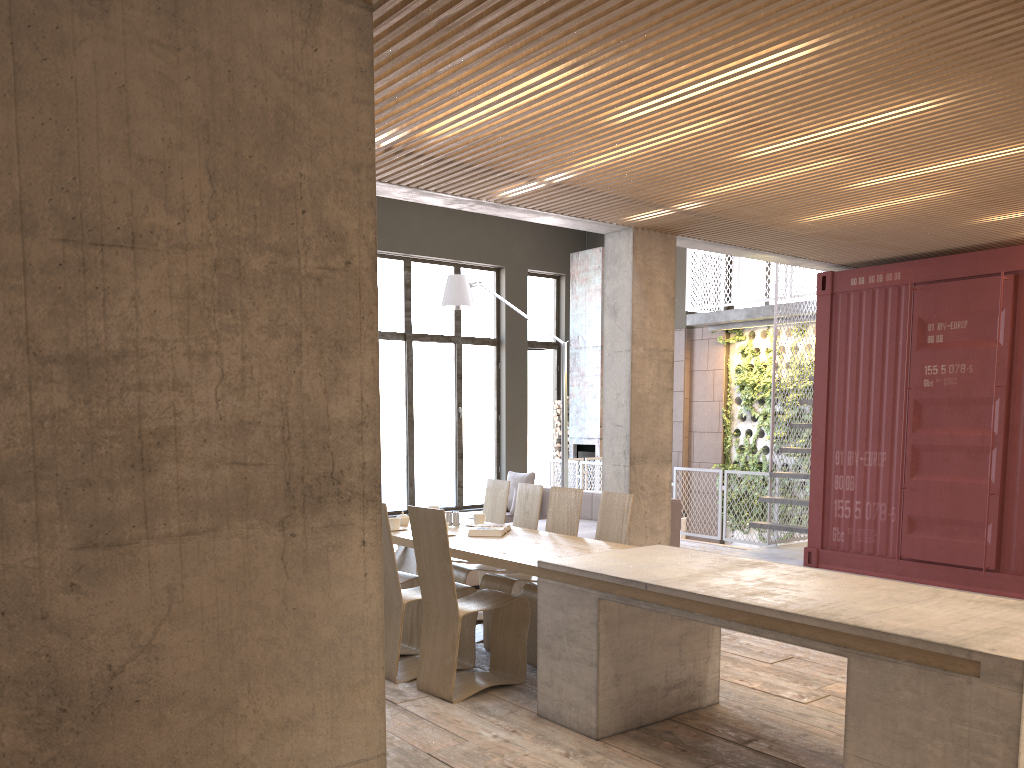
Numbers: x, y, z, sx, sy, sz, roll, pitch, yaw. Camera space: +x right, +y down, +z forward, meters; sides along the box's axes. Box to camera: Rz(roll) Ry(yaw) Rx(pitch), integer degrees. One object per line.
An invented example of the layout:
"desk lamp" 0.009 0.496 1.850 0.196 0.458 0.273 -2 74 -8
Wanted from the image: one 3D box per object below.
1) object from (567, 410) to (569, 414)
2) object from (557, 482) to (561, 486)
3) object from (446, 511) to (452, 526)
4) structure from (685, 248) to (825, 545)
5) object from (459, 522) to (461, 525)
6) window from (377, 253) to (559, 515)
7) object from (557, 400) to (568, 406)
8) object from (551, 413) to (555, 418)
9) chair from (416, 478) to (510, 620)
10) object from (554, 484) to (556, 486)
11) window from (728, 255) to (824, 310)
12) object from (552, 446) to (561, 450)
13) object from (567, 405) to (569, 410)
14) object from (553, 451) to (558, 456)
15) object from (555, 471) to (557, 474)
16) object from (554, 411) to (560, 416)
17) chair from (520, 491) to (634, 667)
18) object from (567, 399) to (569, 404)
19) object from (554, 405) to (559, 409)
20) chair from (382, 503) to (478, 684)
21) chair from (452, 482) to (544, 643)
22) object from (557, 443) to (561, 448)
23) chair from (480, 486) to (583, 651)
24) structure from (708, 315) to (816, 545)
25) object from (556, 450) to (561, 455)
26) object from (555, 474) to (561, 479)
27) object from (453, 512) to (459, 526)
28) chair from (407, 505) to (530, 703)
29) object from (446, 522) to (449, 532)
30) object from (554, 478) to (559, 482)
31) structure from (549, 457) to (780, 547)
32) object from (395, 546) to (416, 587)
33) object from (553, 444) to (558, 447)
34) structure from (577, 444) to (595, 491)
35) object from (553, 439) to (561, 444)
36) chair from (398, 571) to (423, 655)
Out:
"object" 1.125 0.502 15.843 0.421 0.068 0.066 1 1 -38
"object" 1.029 1.845 16.211 0.434 0.080 0.114 1 0 -37
"object" -0.488 1.041 6.782 0.052 0.113 0.052 1 5 7
"structure" 3.518 0.051 11.931 3.024 4.367 3.661 -3 4 -38
"object" -0.424 1.089 6.835 0.050 0.019 0.050 -1 -1 35
"window" -2.746 0.028 13.474 9.176 4.221 0.207 0 5 -39
"object" 0.967 0.346 15.920 0.291 0.104 0.103 1 1 -38
"object" 0.912 0.572 16.103 0.436 0.093 0.091 1 1 -38
"chair" -0.408 1.413 7.375 0.719 1.210 0.345 -3 6 -34
"object" 0.940 1.863 16.267 0.362 0.068 0.121 1 -1 -39
"window" 4.593 -1.965 12.570 0.109 1.766 3.551 -5 3 -38
"object" 0.927 1.179 16.086 0.421 0.073 0.071 1 1 -37
"object" 1.095 0.424 15.862 0.436 0.094 0.093 1 1 -38
"object" 0.958 1.284 16.223 0.436 0.093 0.091 1 1 -37
"object" 0.964 1.670 16.291 0.363 0.119 0.069 1 3 -38
"object" 0.962 0.544 16.028 0.454 0.090 0.090 1 1 -38
"chair" 0.453 1.369 6.129 0.719 1.210 0.345 -3 6 -32
"object" 1.143 0.326 15.910 0.293 0.109 0.099 1 2 -37
"object" 0.973 0.416 15.992 0.434 0.081 0.112 1 0 -38
"chair" -0.618 1.364 5.942 0.718 1.209 0.346 -3 7 -37
"chair" -0.148 1.398 6.939 0.719 1.210 0.345 -3 6 -32
"object" 1.028 1.124 16.128 0.434 0.080 0.114 1 0 -37
"chair" 0.149 1.384 6.531 0.718 1.209 0.346 -4 7 -40
"structure" 4.043 0.665 13.139 1.000 3.867 2.609 -5 6 -38
"object" 1.014 1.252 16.154 0.454 0.090 0.090 1 1 -37
"object" 0.990 1.690 16.136 0.478 0.084 0.093 1 1 -38
"object" -0.432 1.041 6.766 0.052 0.111 0.052 1 5 7
"chair" -0.261 1.351 5.581 0.718 1.209 0.346 -4 7 -43
"object" -0.506 1.045 6.309 0.093 0.089 0.116 1 2 26
"object" 0.968 1.773 16.216 0.454 0.090 0.090 1 1 -36
"structure" 2.723 1.664 13.270 1.920 0.943 4.410 0 -1 -38
"object" -0.723 1.791 9.011 1.595 0.508 1.038 0 0 -19
"object" 0.939 1.142 16.184 0.362 0.068 0.121 1 -1 -39
"structure" 1.359 1.531 15.524 0.056 0.939 0.572 -5 6 -38
"object" 0.967 1.052 16.134 0.454 0.090 0.090 1 1 -36
"chair" -0.992 1.377 6.291 0.718 1.209 0.346 -4 7 -42
